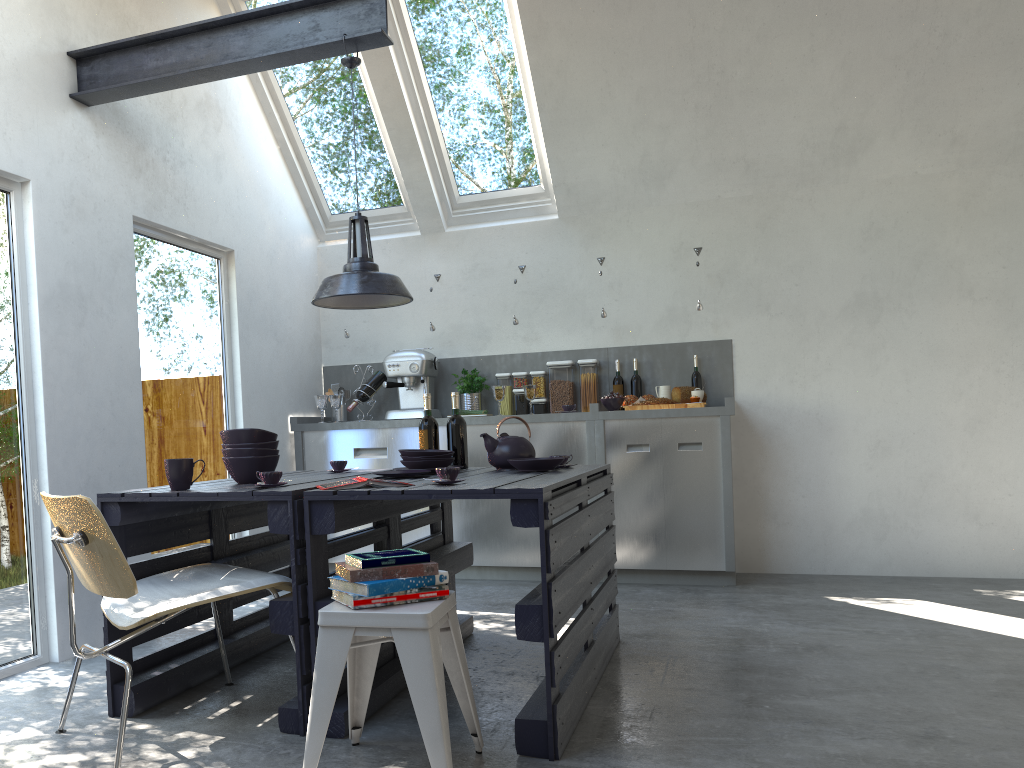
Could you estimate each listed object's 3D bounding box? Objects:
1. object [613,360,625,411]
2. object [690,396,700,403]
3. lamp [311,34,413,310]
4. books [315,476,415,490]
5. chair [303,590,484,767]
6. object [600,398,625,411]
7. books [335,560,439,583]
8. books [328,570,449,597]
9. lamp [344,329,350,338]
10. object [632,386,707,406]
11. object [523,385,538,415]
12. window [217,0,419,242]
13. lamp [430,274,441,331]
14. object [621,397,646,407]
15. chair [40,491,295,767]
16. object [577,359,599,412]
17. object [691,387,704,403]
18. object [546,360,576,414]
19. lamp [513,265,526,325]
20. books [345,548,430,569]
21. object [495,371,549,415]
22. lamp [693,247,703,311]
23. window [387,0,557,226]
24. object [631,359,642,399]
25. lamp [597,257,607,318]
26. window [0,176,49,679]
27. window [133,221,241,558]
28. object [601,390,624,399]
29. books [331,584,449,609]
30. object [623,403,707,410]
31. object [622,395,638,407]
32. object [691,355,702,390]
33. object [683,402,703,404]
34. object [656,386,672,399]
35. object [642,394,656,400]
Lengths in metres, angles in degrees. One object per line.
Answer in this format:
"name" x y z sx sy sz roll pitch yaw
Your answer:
"object" 0.693 0.015 5.691 0.075 0.345 0.071 -2 2 10
"object" 1.080 0.092 5.162 0.059 0.046 0.059 -2 -1 2
"lamp" -0.651 -0.890 3.652 0.448 1.098 0.413 -2 1 17
"books" -0.496 0.327 2.925 0.296 0.030 0.229 -1 -3 -14
"chair" -0.334 0.861 2.469 0.433 0.505 0.425 -2 0 12
"object" 0.613 0.128 5.320 0.140 0.079 0.154 -1 -2 -25
"books" -0.357 0.522 2.477 0.244 0.032 0.182 -1 -3 -21
"books" -0.351 0.555 2.477 0.267 0.033 0.210 0 -4 -42
"lamp" -1.123 -0.532 6.220 0.062 0.438 0.320 -1 0 14
"object" 0.943 0.071 5.297 0.444 0.112 0.129 -2 -1 -10
"object" 0.119 0.103 5.618 0.100 0.192 0.097 -2 1 5
"window" -1.207 -1.775 5.768 0.863 1.398 1.431 -2 -1 16
"lamp" -0.525 -0.565 6.010 0.060 0.436 0.334 -2 0 4
"object" 0.777 0.108 5.406 0.208 0.059 0.189 -4 -3 37
"chair" -1.139 0.749 2.942 0.725 0.820 0.738 -2 0 -43
"object" 0.508 0.020 5.751 0.133 0.355 0.123 -2 1 16
"object" 1.106 0.055 5.212 0.069 0.121 0.076 -2 1 -28
"object" 0.331 0.029 5.813 0.182 0.355 0.123 -2 1 17
"lamp" 0.039 -0.595 5.803 0.062 0.438 0.320 -1 0 14
"books" -0.354 0.494 2.477 0.195 0.025 0.151 -1 -3 -26
"object" 0.069 0.071 5.891 0.355 0.294 0.102 -2 1 19
"lamp" 1.150 -0.655 5.404 0.062 0.438 0.320 -1 0 14
"window" -0.243 -1.835 5.414 0.863 1.391 1.424 -2 -1 16
"object" 0.803 0.009 5.651 0.075 0.345 0.069 -1 2 20
"lamp" 0.586 -0.625 5.611 0.060 0.436 0.334 -2 0 4
"window" -2.256 0.165 3.425 0.061 2.131 0.949 -1 1 14
"window" -1.864 0.230 4.991 0.061 2.131 0.949 -1 1 14
"object" 0.612 0.077 5.318 0.161 0.095 0.140 -2 -1 3
"books" -0.349 0.589 2.478 0.271 0.035 0.207 -1 -3 -26
"object" 0.930 0.140 5.292 0.489 0.028 0.296 -3 -3 18
"object" 0.733 0.104 5.411 0.112 0.077 0.125 -1 -2 -30
"object" 1.165 -0.010 5.522 0.065 0.345 0.059 -1 2 20
"object" 1.032 0.114 5.146 0.206 0.003 0.019 -5 -4 41
"object" 0.942 0.071 5.395 0.086 0.120 0.084 -2 0 38
"object" 0.845 0.102 5.439 0.112 0.077 0.125 -1 -2 -30
